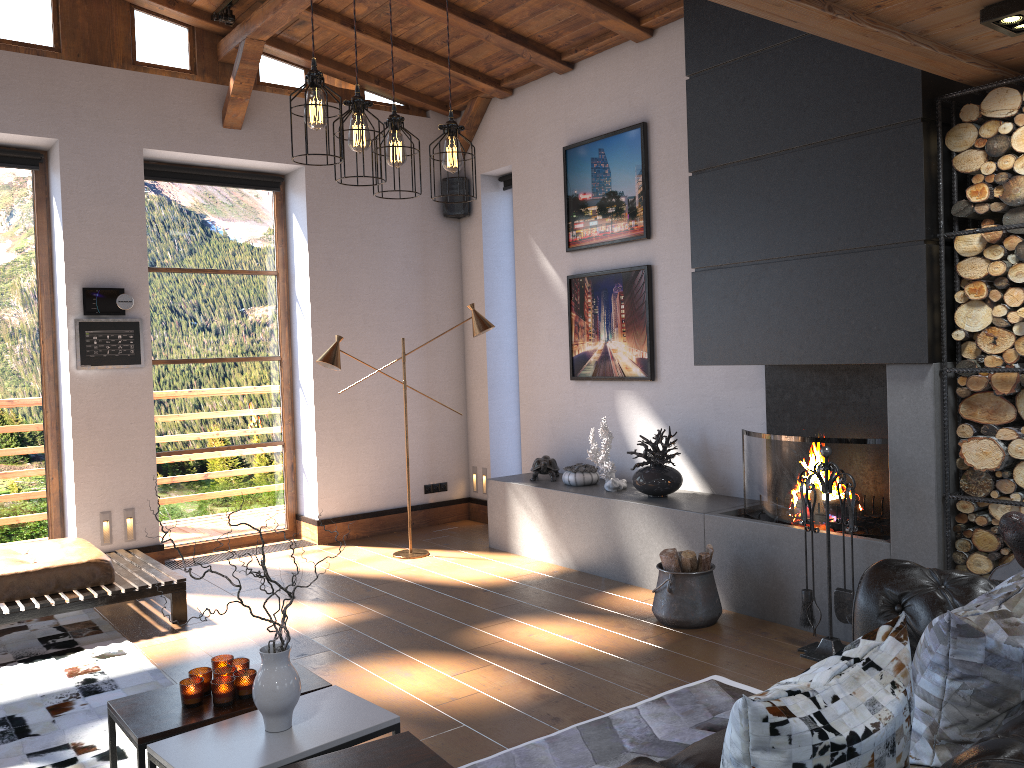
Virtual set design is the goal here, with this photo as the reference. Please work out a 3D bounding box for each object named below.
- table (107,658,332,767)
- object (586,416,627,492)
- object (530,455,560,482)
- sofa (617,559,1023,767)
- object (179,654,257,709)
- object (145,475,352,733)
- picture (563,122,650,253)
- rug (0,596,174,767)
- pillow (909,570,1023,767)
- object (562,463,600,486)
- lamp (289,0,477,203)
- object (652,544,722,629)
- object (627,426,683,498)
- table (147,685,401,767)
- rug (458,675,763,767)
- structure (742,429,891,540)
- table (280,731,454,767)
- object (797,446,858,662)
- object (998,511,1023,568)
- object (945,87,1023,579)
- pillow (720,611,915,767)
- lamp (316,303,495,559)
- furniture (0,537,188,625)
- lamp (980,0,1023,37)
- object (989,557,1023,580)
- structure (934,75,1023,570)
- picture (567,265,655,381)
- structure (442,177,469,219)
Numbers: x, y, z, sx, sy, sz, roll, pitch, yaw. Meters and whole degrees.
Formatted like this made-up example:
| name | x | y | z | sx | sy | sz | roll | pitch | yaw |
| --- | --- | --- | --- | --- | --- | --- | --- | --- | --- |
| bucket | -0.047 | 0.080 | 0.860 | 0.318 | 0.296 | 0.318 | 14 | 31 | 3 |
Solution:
| name | x | y | z | sx | sy | sz | roll | pitch | yaw |
| --- | --- | --- | --- | --- | --- | --- | --- | --- | --- |
| table | -1.011 | 1.254 | 3.103 | 0.658 | 0.350 | 0.395 | -3 | 2 | -37 |
| object | 0.641 | 0.484 | 6.147 | 0.257 | 0.532 | 0.431 | -1 | 2 | 22 |
| object | 0.248 | 0.643 | 6.792 | 0.226 | 0.183 | 0.407 | -2 | 2 | 7 |
| sofa | 0.700 | 1.006 | 1.843 | 2.597 | 0.838 | 1.225 | -3 | 2 | -38 |
| object | -1.003 | 1.038 | 3.109 | 0.246 | 0.081 | 0.302 | -2 | 2 | 1 |
| object | -0.793 | 0.679 | 2.777 | 0.626 | 0.808 | 0.402 | -3 | 2 | -26 |
| picture | 0.679 | -1.425 | 6.537 | 0.036 | 0.816 | 0.869 | -3 | 2 | -37 |
| rug | -2.746 | 1.447 | 3.675 | 2.461 | 0.053 | 3.764 | -3 | 3 | -36 |
| pillow | 1.107 | 0.672 | 2.095 | 0.534 | 0.469 | 0.280 | -3 | 2 | -35 |
| object | 0.501 | 0.657 | 6.492 | 0.262 | 0.160 | 0.278 | -3 | 2 | -35 |
| lamp | -0.512 | -1.810 | 3.267 | 0.258 | 2.201 | 0.813 | -1 | 2 | 44 |
| object | 0.964 | 1.102 | 4.904 | 0.386 | 0.431 | 0.382 | -2 | 2 | -11 |
| object | 0.954 | 0.512 | 5.845 | 0.335 | 0.455 | 0.340 | -2 | 2 | -12 |
| table | -0.729 | 1.257 | 2.774 | 0.658 | 0.350 | 0.395 | -4 | 2 | -42 |
| rug | 0.007 | 1.420 | 1.891 | 4.092 | 0.053 | 2.404 | -3 | 3 | -37 |
| structure | 1.594 | 0.533 | 4.813 | 0.186 | 0.514 | 0.971 | -3 | 2 | -37 |
| table | -0.485 | 1.262 | 2.393 | 0.657 | 0.350 | 0.396 | -3 | 2 | -32 |
| object | 1.531 | 0.807 | 4.288 | 0.307 | 1.017 | 0.309 | -2 | 1 | 8 |
| object | 1.776 | 0.589 | 2.978 | 0.248 | 0.319 | 0.150 | -2 | 1 | 3 |
| object | 2.325 | -0.008 | 4.049 | 0.472 | 2.611 | 0.488 | -3 | 2 | -38 |
| pillow | 0.562 | 0.705 | 1.676 | 0.534 | 0.469 | 0.280 | -3 | 2 | -35 |
| lamp | -0.784 | 0.357 | 6.665 | 1.331 | 1.898 | 0.524 | -2 | 1 | -17 |
| furniture | -3.367 | 1.236 | 4.814 | 2.793 | 0.436 | 1.162 | -3 | 2 | -37 |
| lamp | 1.818 | -1.327 | 3.186 | 0.264 | 0.068 | 0.153 | -3 | 2 | -37 |
| object | 2.159 | 0.920 | 3.794 | 0.264 | 0.795 | 0.267 | -1 | 2 | 36 |
| structure | 2.321 | -0.014 | 4.038 | 0.518 | 2.616 | 0.496 | -3 | 2 | -37 |
| picture | 0.712 | -0.431 | 6.559 | 0.036 | 0.816 | 0.869 | -3 | 2 | -37 |
| structure | -0.500 | -1.669 | 7.943 | 0.216 | 0.349 | 0.211 | -3 | 2 | -37 |
